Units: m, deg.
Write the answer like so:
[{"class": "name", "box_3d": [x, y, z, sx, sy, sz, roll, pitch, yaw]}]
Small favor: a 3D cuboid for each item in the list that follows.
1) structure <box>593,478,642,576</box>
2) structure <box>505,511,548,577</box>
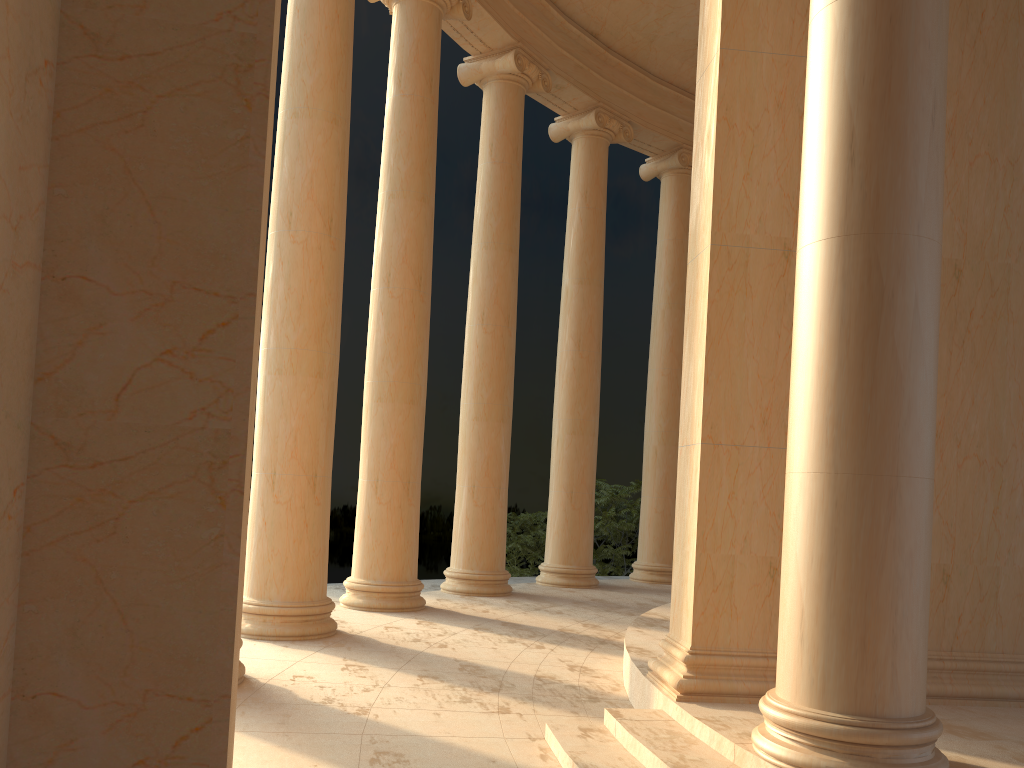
[{"class": "structure", "box_3d": [194.146, 317.733, 1603.850, 247.211, 298.544, 238.510, 3, -4, -3]}, {"class": "structure", "box_3d": [6.971, 309.594, 1513.671, 149.140, 187.731, 156.362, 3, -4, 7]}]
